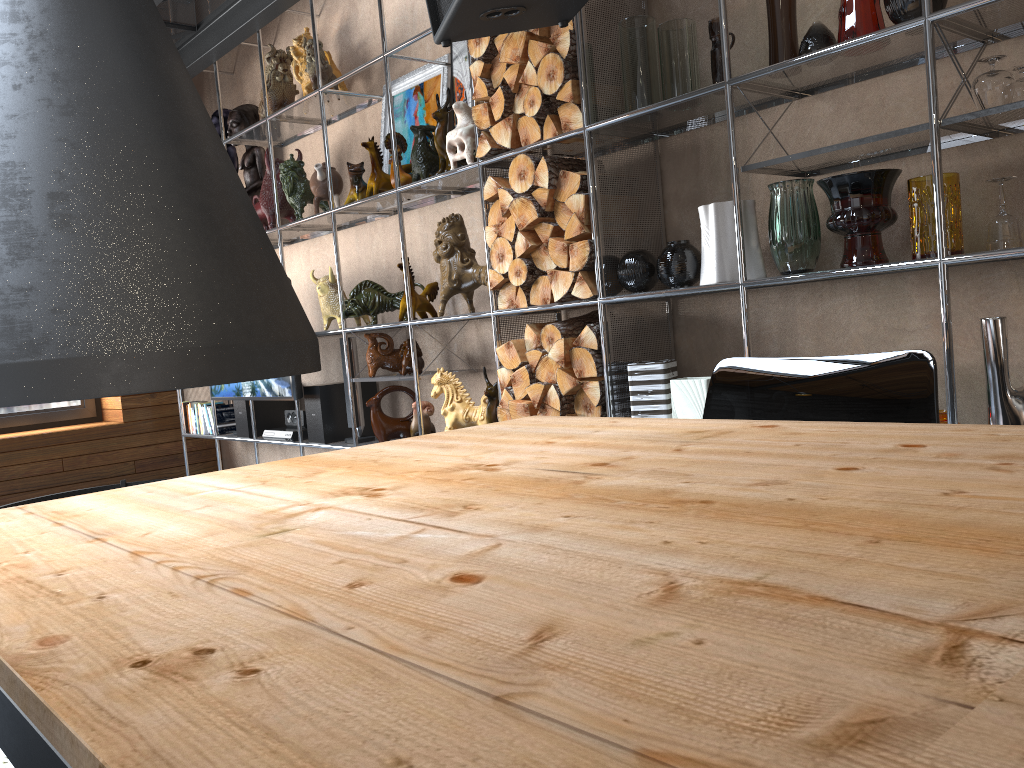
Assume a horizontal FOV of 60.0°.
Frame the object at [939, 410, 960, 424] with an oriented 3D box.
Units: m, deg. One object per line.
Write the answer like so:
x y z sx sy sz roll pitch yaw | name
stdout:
1.103 0.164 2.281 0.145 0.188 0.145 -2 4 41 | object

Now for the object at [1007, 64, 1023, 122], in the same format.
1.260 -0.718 2.188 0.092 0.124 0.092 -6 3 -15 | object

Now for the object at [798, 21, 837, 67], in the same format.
0.836 -0.932 2.423 0.108 0.109 0.109 -6 3 -15 | object

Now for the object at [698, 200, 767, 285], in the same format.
0.667 -0.429 2.714 0.175 0.241 0.165 -5 3 -5 | object

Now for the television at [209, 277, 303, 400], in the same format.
-1.431 -0.231 4.884 0.115 0.638 1.075 -8 4 -40 | television

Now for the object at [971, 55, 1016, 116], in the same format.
1.131 -0.700 2.083 0.092 0.124 0.092 -6 3 -15 | object

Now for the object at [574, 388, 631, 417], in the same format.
0.368 0.066 3.193 0.286 0.143 0.143 -8 4 -41 | object

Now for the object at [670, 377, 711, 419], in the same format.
0.601 0.124 2.838 0.092 0.287 0.148 -8 4 -41 | object

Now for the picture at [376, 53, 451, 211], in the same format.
-0.470 -1.175 4.199 0.136 0.625 0.544 -8 4 -41 | picture

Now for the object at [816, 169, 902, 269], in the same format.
0.944 -0.437 2.395 0.216 0.243 0.218 -2 4 39 | object

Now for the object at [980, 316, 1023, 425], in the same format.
1.218 0.045 2.147 0.129 0.420 0.129 -8 4 -37 | object

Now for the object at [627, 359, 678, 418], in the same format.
0.485 0.097 2.991 0.139 0.347 0.140 -3 4 29 | object

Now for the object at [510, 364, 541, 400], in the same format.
0.133 -0.027 3.387 0.291 0.153 0.112 -8 5 -44 | object

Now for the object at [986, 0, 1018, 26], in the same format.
1.206 -0.988 2.190 0.071 0.184 0.070 -4 4 25 | object

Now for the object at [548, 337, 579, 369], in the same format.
0.285 -0.121 3.210 0.362 0.115 0.098 -8 4 -41 | object

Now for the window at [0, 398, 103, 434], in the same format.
-5.194 -0.131 4.429 5.937 1.522 0.101 -8 4 -41 | window

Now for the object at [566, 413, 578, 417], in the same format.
0.294 0.139 3.247 0.330 0.098 0.103 -8 5 -43 | object

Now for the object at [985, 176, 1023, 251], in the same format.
1.165 -0.401 2.105 0.081 0.170 0.081 -6 3 -15 | object

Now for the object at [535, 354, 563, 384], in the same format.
0.254 -0.065 3.301 0.322 0.128 0.164 -8 4 -41 | object

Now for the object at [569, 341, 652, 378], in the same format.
0.350 -0.092 3.131 0.299 0.114 0.135 -8 5 -43 | object

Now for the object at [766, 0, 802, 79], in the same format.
0.761 -1.009 2.499 0.092 0.268 0.092 -6 3 -18 | object

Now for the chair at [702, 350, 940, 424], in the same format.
0.399 0.381 1.438 0.599 0.825 0.527 -8 4 -41 | chair

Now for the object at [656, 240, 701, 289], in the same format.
0.539 -0.381 2.850 0.151 0.154 0.151 -8 4 -37 | object

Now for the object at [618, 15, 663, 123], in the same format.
0.420 -1.025 2.900 0.122 0.313 0.122 -6 3 -20 | object

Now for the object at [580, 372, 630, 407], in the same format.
0.380 0.005 3.136 0.310 0.121 0.111 -8 4 -41 | object

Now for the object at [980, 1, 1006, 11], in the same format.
1.112 -0.972 2.066 0.071 0.184 0.070 -4 4 25 | object

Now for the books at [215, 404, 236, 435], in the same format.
-1.849 0.228 5.730 0.138 0.185 0.081 -8 4 -41 | books

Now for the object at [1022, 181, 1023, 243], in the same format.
1.299 -0.418 2.185 0.081 0.170 0.081 -6 3 -15 | object

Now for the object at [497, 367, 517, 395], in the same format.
0.084 -0.024 3.476 0.097 0.120 0.308 -2 5 45 | object

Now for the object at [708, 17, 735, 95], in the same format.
0.626 -0.979 2.645 0.058 0.215 0.077 -6 3 -14 | object

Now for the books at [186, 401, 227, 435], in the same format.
-1.998 0.221 5.878 0.139 0.208 0.461 -8 4 -41 | books

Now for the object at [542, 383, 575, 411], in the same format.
0.264 0.037 3.267 0.331 0.110 0.101 -8 4 -39 | object

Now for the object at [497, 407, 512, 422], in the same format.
0.096 0.123 3.477 0.321 0.109 0.110 -8 4 -40 | object

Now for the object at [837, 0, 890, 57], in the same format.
0.911 -1.005 2.323 0.127 0.254 0.126 -5 3 3 | object

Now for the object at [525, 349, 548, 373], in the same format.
0.192 -0.099 3.349 0.303 0.090 0.098 -8 4 -42 | object

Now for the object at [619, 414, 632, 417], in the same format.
0.400 0.146 3.141 0.303 0.088 0.095 -8 5 -42 | object

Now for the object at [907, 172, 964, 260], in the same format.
1.073 -0.421 2.247 0.120 0.206 0.120 -5 3 7 | object

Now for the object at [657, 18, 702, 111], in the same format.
0.525 -0.997 2.779 0.113 0.253 0.112 -8 4 -40 | object

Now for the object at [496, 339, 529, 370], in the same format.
0.100 -0.122 3.416 0.299 0.119 0.151 -8 4 -38 | object

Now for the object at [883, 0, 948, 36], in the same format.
1.010 -0.955 2.211 0.149 0.149 0.148 -5 3 3 | object

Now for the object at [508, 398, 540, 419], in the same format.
0.156 0.090 3.396 0.115 0.131 0.374 -2 5 45 | object

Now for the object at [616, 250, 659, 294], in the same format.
0.426 -0.375 2.984 0.148 0.146 0.150 -3 4 29 | object

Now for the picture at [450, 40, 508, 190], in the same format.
-0.090 -1.305 3.782 0.090 0.863 0.529 -8 4 -41 | picture

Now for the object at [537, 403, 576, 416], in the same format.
0.224 0.104 3.301 0.288 0.118 0.147 -8 5 -44 | object

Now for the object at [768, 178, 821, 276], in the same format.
0.807 -0.443 2.535 0.144 0.264 0.142 -6 3 -11 | object
